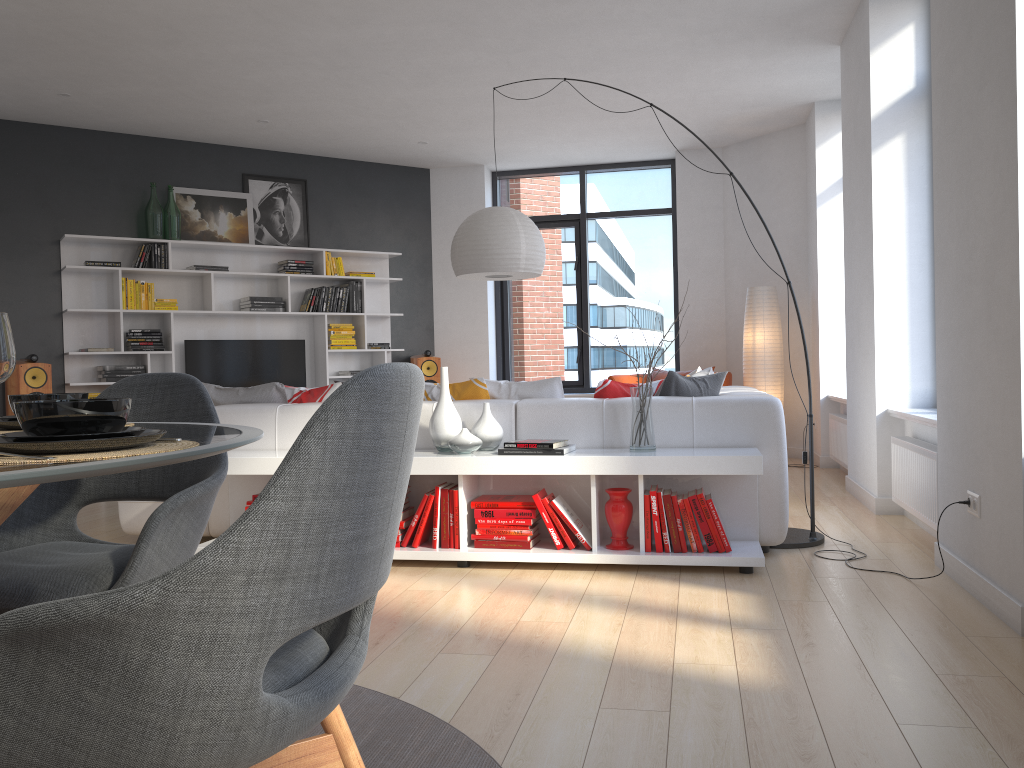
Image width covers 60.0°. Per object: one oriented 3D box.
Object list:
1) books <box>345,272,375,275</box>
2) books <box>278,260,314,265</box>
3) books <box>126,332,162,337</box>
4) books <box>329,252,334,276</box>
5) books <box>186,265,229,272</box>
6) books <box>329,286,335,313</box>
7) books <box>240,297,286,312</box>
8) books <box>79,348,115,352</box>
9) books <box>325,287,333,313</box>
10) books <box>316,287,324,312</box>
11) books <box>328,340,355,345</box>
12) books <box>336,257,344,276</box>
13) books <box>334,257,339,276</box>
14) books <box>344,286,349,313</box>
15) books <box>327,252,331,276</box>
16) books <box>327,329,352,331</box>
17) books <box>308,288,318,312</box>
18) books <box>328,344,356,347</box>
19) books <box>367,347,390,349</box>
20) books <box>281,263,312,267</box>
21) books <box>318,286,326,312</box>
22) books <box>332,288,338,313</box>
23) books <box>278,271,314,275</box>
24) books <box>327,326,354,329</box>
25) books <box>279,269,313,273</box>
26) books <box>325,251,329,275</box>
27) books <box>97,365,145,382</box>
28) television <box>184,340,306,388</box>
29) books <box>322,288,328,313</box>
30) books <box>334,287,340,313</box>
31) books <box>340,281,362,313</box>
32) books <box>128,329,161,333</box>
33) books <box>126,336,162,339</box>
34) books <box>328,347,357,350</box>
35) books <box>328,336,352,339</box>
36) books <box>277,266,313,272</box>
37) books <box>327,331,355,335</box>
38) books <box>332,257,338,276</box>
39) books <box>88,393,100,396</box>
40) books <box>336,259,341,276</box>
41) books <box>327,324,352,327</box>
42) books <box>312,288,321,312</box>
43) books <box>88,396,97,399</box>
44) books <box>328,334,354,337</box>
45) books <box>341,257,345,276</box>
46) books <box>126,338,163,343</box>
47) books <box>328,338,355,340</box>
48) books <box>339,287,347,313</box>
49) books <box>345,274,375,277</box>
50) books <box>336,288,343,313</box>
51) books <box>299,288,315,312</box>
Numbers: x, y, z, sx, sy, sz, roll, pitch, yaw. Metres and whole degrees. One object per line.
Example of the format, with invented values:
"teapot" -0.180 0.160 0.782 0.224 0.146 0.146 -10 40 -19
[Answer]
"books" -1.501 -1.074 8.686 0.257 0.024 0.203 -2 1 -30
"books" -2.038 -1.137 8.355 0.266 0.030 0.209 -2 1 -40
"books" -3.166 -0.423 7.623 0.284 0.030 0.214 -2 1 -25
"books" -1.760 -1.137 8.488 0.054 0.224 0.164 -2 1 -34
"books" -2.715 -1.016 7.895 0.310 0.047 0.250 -2 1 -38
"books" -1.759 -0.804 8.511 0.066 0.260 0.197 -2 1 -33
"books" -2.304 -0.725 8.189 0.343 0.137 0.277 -2 1 -38
"books" -3.462 -0.279 7.393 0.209 0.030 0.266 -2 1 -40
"books" -1.787 -0.799 8.492 0.084 0.249 0.191 -2 1 -33
"books" -1.846 -0.791 8.424 0.069 0.242 0.172 -2 1 -32
"books" -1.670 -0.403 8.601 0.243 0.042 0.189 -2 1 -33
"books" -1.668 -1.120 8.517 0.064 0.184 0.141 -2 1 -32
"books" -1.701 -1.116 8.492 0.044 0.178 0.128 -2 1 -34
"books" -1.639 -0.809 8.588 0.066 0.260 0.197 -2 1 -33
"books" -1.781 -1.137 8.464 0.041 0.224 0.163 -2 1 -35
"books" -1.675 -0.523 8.611 0.227 0.022 0.160 -2 1 -18
"books" -1.916 -0.785 8.410 0.096 0.234 0.187 -2 1 -33
"books" -1.667 -0.370 8.597 0.257 0.024 0.203 -2 1 -30
"books" -1.330 -0.353 8.757 0.213 0.023 0.161 -2 1 -30
"books" -2.028 -1.110 8.348 0.246 0.026 0.180 -2 1 -31
"books" -1.842 -0.799 8.458 0.075 0.254 0.192 -2 1 -34
"books" -1.725 -0.795 8.500 0.069 0.242 0.172 -2 1 -32
"books" -2.032 -1.031 8.349 0.284 0.030 0.214 -2 1 -30
"books" -1.667 -0.546 8.612 0.223 0.023 0.163 -2 1 -29
"books" -2.036 -1.057 8.351 0.264 0.020 0.189 -2 1 -35
"books" -1.790 -1.138 8.436 0.041 0.229 0.161 -2 1 -34
"books" -3.317 -0.087 7.527 0.343 0.137 0.277 -2 1 -33
"television" -2.425 -0.053 8.132 1.102 0.704 0.207 -2 1 -33
"books" -1.816 -0.793 8.468 0.068 0.243 0.179 -2 1 -35
"books" -1.721 -0.803 8.534 0.075 0.254 0.192 -2 1 -34
"books" -1.573 -0.837 8.664 0.128 0.321 0.259 -2 1 -33
"books" -3.151 -0.451 7.600 0.246 0.026 0.180 -2 1 -26
"books" -3.159 -0.397 7.605 0.264 0.020 0.189 -2 1 -30
"books" -1.659 -0.344 8.592 0.257 0.028 0.194 -2 1 -28
"books" -1.677 -0.448 8.588 0.217 0.023 0.145 -2 1 -29
"books" -2.045 -1.082 8.369 0.284 0.030 0.214 -2 1 -30
"books" -1.668 -0.495 8.613 0.239 0.033 0.176 -2 1 -30
"books" -1.722 -1.116 8.487 0.054 0.180 0.132 -2 1 -33
"books" -3.467 0.087 7.459 0.234 0.024 0.171 -2 1 -29
"books" -1.679 -1.107 8.492 0.046 0.161 0.108 -2 1 -34
"books" -1.688 -0.569 8.625 0.223 0.023 0.163 -2 1 -29
"books" -1.882 -0.786 8.415 0.081 0.233 0.169 -2 1 -34
"books" -3.445 0.111 7.445 0.234 0.024 0.171 -2 1 -29
"books" -1.677 -0.469 8.609 0.239 0.019 0.171 -2 1 -33
"books" -1.653 -1.121 8.537 0.044 0.184 0.142 -2 1 -32
"books" -3.155 -0.372 7.602 0.284 0.030 0.214 -2 1 -25
"books" -1.680 -0.431 8.611 0.251 0.014 0.189 -2 1 -30
"books" -1.666 -0.803 8.568 0.084 0.249 0.191 -2 1 -33
"books" -1.493 -1.049 8.681 0.257 0.028 0.194 -2 1 -28
"books" -1.692 -0.799 8.538 0.071 0.243 0.179 -2 1 -34
"books" -1.941 -0.785 8.387 0.104 0.234 0.182 -2 1 -33
